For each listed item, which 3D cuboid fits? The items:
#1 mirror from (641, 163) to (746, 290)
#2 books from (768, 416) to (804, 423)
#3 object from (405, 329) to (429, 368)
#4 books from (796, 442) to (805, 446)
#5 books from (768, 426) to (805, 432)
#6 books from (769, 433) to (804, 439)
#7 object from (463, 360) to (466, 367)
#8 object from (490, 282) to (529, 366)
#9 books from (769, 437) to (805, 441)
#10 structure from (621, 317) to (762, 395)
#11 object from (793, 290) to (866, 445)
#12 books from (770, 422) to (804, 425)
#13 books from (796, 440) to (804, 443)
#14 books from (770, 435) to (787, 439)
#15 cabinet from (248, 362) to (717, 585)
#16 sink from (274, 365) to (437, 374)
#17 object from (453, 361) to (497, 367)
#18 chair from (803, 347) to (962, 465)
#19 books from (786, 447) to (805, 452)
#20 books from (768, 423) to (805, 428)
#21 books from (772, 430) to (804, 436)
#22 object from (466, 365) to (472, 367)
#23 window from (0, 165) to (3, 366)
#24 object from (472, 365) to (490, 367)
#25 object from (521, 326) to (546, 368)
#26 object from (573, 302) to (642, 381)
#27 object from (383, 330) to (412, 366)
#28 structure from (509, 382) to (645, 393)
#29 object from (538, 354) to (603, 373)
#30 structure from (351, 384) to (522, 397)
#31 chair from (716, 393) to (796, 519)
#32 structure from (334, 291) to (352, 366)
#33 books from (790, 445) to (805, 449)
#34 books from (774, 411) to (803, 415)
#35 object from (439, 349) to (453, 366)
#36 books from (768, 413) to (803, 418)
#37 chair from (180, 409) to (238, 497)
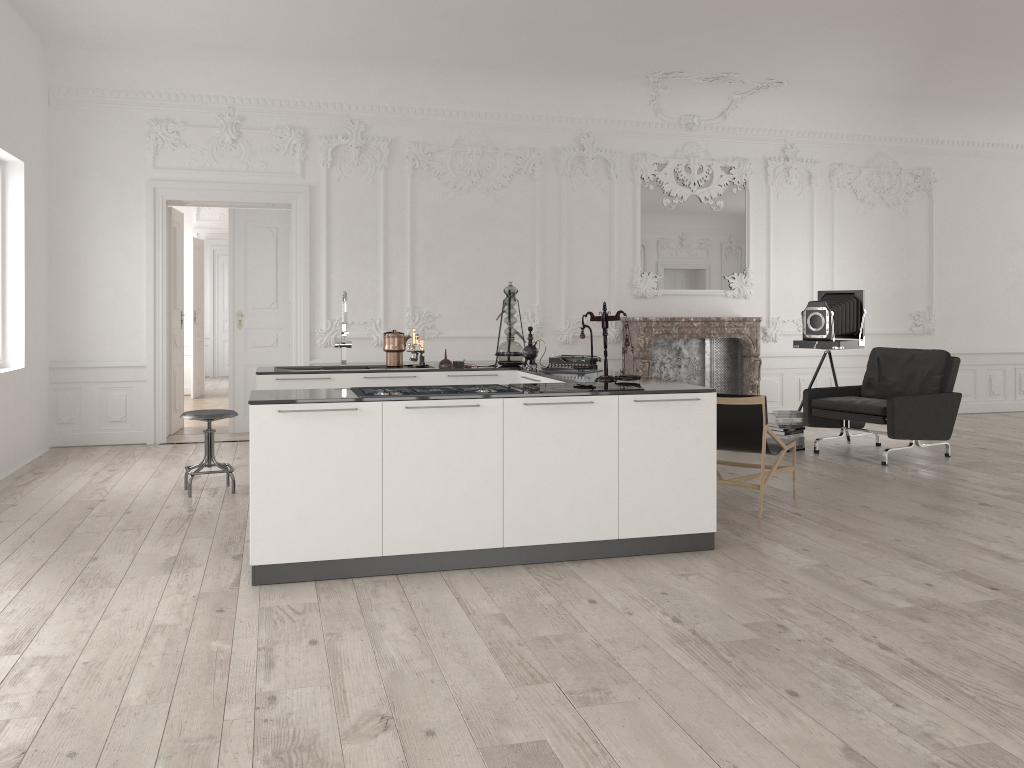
[{"bbox_3d":[2.107,-1.808,10.268,1.435,1.570,0.009,-1,0,-15],"label":"mirror"},{"bbox_3d":[2.577,0.330,8.348,0.310,0.041,0.199,-1,5,-9],"label":"books"},{"bbox_3d":[-0.721,-0.277,6.746,0.132,0.291,0.169,1,2,45],"label":"object"},{"bbox_3d":[2.591,0.558,8.358,0.280,0.025,0.199,-2,5,-25],"label":"books"},{"bbox_3d":[2.595,0.416,8.349,0.277,0.025,0.199,-2,5,-27],"label":"books"},{"bbox_3d":[2.599,0.482,8.368,0.259,0.035,0.199,-3,6,-36],"label":"books"},{"bbox_3d":[-0.363,-0.158,6.723,0.017,0.056,0.017,0,1,-35],"label":"object"},{"bbox_3d":[0.018,-0.467,6.860,0.294,0.650,0.319,1,1,28],"label":"object"},{"bbox_3d":[2.588,0.514,8.357,0.290,0.026,0.206,-3,6,-33],"label":"books"},{"bbox_3d":[2.021,-0.138,10.066,1.544,1.246,0.660,-1,1,-15],"label":"structure"},{"bbox_3d":[3.259,-0.193,8.988,0.655,1.521,0.711,-1,1,-40],"label":"object"},{"bbox_3d":[2.591,0.363,8.357,0.280,0.025,0.199,-1,5,-9],"label":"books"},{"bbox_3d":[2.611,0.534,8.363,0.243,0.022,0.172,-2,5,-27],"label":"books"},{"bbox_3d":[2.599,0.482,8.368,0.253,0.030,0.194,-3,6,-36],"label":"books"},{"bbox_3d":[-0.411,0.390,5.794,2.462,0.880,2.714,-1,4,-15],"label":"cabinet"},{"bbox_3d":[-1.180,-0.055,6.623,1.165,0.140,0.486,-1,5,-15],"label":"sink"},{"bbox_3d":[-0.259,-0.156,6.762,0.376,0.045,0.124,-2,5,-26],"label":"object"},{"bbox_3d":[3.397,0.162,8.071,1.088,0.962,0.975,-2,3,-30],"label":"chair"},{"bbox_3d":[2.595,0.611,8.349,0.277,0.025,0.199,-3,6,-32],"label":"books"},{"bbox_3d":[2.594,0.389,8.356,0.274,0.025,0.199,-1,5,-14],"label":"books"},{"bbox_3d":[2.582,0.447,8.353,0.300,0.035,0.199,-4,6,-38],"label":"books"},{"bbox_3d":[-0.332,-0.138,6.758,0.039,0.010,0.026,-3,5,-35],"label":"object"},{"bbox_3d":[-4.123,-0.953,6.740,0.071,1.738,1.729,0,2,-15],"label":"window"},{"bbox_3d":[-0.257,-0.142,6.848,0.141,0.004,0.094,-3,6,-35],"label":"object"},{"bbox_3d":[0.163,-0.278,6.642,0.222,0.312,0.204,-1,2,-17],"label":"object"},{"bbox_3d":[0.576,-0.264,5.463,0.168,0.490,0.513,-1,2,-42],"label":"object"},{"bbox_3d":[-0.905,-0.282,6.879,0.208,0.279,0.186,1,2,25],"label":"object"},{"bbox_3d":[0.351,0.008,4.943,0.628,0.021,0.508,-1,5,-15],"label":"structure"},{"bbox_3d":[0.413,-0.148,6.282,0.383,0.110,0.317,3,5,30],"label":"object"},{"bbox_3d":[-0.418,0.030,4.736,0.842,0.014,0.522,-1,5,-15],"label":"structure"},{"bbox_3d":[1.537,0.427,6.053,0.630,0.770,0.782,1,3,30],"label":"chair"},{"bbox_3d":[-1.287,-0.422,6.775,0.130,0.581,0.280,0,1,-15],"label":"structure"},{"bbox_3d":[2.594,0.584,8.356,0.274,0.025,0.199,-3,5,-29],"label":"books"},{"bbox_3d":[2.608,0.272,8.362,0.243,0.022,0.173,0,5,-1],"label":"books"},{"bbox_3d":[-0.513,-0.205,6.840,0.111,0.131,0.111,0,2,-10],"label":"object"},{"bbox_3d":[2.586,0.297,8.356,0.289,0.026,0.206,-1,5,-7],"label":"books"},{"bbox_3d":[-2.200,0.492,6.427,0.402,0.578,0.402,-1,2,-41],"label":"chair"}]
